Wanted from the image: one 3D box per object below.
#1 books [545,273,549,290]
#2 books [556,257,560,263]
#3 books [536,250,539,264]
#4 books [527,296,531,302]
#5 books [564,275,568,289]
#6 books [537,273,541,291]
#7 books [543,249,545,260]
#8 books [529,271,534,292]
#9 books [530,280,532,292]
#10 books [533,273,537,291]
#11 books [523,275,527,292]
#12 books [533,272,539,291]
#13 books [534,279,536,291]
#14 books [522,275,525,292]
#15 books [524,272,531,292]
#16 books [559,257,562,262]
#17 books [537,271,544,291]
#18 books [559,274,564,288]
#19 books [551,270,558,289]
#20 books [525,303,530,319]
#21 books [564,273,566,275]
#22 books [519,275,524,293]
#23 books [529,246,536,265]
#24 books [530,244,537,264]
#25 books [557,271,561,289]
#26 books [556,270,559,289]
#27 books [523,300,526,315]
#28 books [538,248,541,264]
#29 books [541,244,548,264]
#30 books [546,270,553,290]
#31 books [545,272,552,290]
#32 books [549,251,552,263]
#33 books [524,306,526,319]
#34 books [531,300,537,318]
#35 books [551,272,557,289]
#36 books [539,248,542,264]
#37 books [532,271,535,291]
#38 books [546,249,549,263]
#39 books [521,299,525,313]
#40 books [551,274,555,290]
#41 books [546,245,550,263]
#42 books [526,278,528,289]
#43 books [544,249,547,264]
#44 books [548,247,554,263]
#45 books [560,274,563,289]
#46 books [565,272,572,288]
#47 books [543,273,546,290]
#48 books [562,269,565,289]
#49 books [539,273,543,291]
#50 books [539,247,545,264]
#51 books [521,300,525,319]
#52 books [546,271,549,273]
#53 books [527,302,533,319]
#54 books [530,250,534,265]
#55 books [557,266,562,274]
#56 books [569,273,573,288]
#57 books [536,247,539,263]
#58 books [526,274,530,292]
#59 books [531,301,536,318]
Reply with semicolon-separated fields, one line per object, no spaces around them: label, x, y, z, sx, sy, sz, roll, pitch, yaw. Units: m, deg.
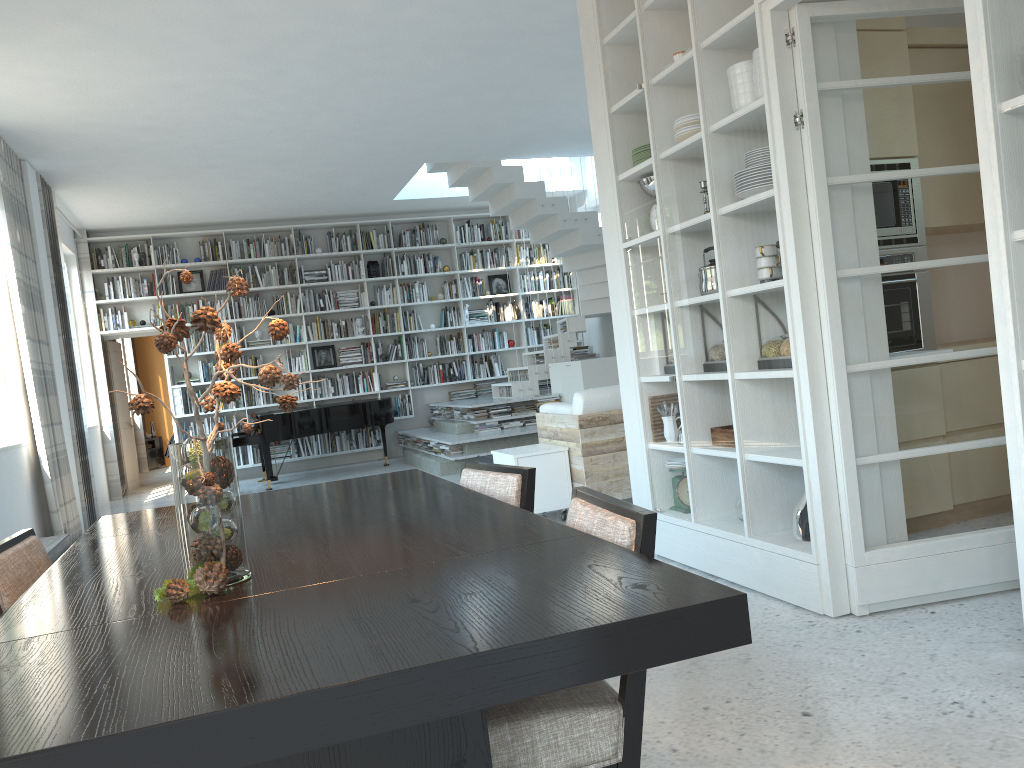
books;0.476;-1.427;12.498;0.045;0.245;0.177;-7;2;-18
books;0.617;-1.819;12.552;0.070;0.254;0.154;-7;2;-18
books;0.325;-1.756;12.379;0.014;0.206;0.184;-7;2;-18
books;0.253;-1.067;12.443;0.012;0.322;0.141;-7;2;-18
books;0.739;-1.435;12.583;0.029;0.195;0.192;-7;2;-18
books;0.354;-1.419;12.461;0.024;0.259;0.156;-7;2;-18
books;0.419;-1.776;12.497;0.024;0.217;0.167;-7;2;-18
books;0.254;-1.426;12.441;0.022;0.297;0.162;-7;2;-18
books;0.235;-1.370;12.441;0.028;0.191;0.136;-7;2;-18
books;0.312;-1.414;12.449;0.013;0.260;0.158;-7;2;-18
books;0.168;-1.389;12.389;0.023;0.248;0.182;-7;2;-18
books;0.327;-1.422;12.463;0.025;0.271;0.152;-7;2;-18
books;0.294;-1.372;12.457;0.027;0.179;0.157;-7;2;-18
books;0.136;-1.387;12.408;0.026;0.250;0.160;-7;2;-18
books;0.219;-1.415;12.403;0.014;0.286;0.185;-7;2;-18
books;0.664;-1.805;12.565;0.023;0.213;0.180;-7;2;-18
books;0.398;-1.437;12.479;0.030;0.284;0.166;-7;2;-18
books;0.685;-1.441;12.575;0.025;0.220;0.177;-7;2;-18
books;0.602;-1.462;12.546;0.012;0.283;0.151;-7;2;-18
books;0.198;-1.017;12.434;0.066;0.237;0.144;-7;2;-18
books;0.751;-1.455;12.623;0.024;0.230;0.131;-7;2;-18
books;0.121;-1.387;12.390;0.012;0.254;0.161;-7;2;-18
books;0.286;-1.775;12.358;0.023;0.254;0.189;-7;2;-18
books;0.304;-1.799;12.369;0.022;0.297;0.152;-7;2;-18
books;0.636;-1.459;12.551;0.028;0.268;0.173;-7;2;-18
books;0.615;-1.461;12.547;0.013;0.277;0.188;-7;2;-18
books;0.159;-1.034;12.422;0.010;0.279;0.147;-7;2;-18
books;0.353;-1.776;12.395;0.012;0.238;0.165;-7;2;-18
books;0.455;-1.820;12.500;0.010;0.295;0.165;-7;2;-18
books;0.528;-1.458;12.542;0.024;0.292;0.132;-7;2;-18
books;0.505;-1.438;12.514;0.023;0.258;0.184;-7;2;-18
books;0.515;-1.771;12.532;0.034;0.183;0.156;-7;2;-18
books;0.155;-1.013;12.411;0.010;0.239;0.147;-7;2;-18
books;0.300;-1.044;12.450;0.022;0.265;0.157;-7;2;-18
books;0.583;-1.445;12.549;0.025;0.252;0.160;-7;2;-18
books;0.369;-1.770;12.390;0.013;0.222;0.174;-7;2;-18
books;0.274;-1.426;12.436;0.012;0.293;0.165;-7;2;-18
books;0.475;-1.780;12.493;0.013;0.213;0.186;-7;2;-18
books;0.143;-1.039;12.407;0.010;0.293;0.164;-7;2;-18
books;0.556;-1.434;12.551;0.028;0.237;0.146;-7;2;-18
books;0.481;-1.816;12.522;0.024;0.281;0.153;-7;2;-18
books;0.179;-1.387;12.411;0.011;0.239;0.172;-7;2;-18
books;0.446;-1.780;12.489;0.023;0.220;0.171;-7;2;-18
books;0.543;-1.813;12.521;0.022;0.261;0.160;-7;2;-18
books;0.665;-1.434;12.559;0.025;0.211;0.188;-7;2;-18
books;0.784;-1.490;12.602;0.042;0.292;0.186;-7;2;-18
books;0.442;-1.428;12.508;0.012;0.254;0.161;-7;2;-18
books;0.709;-1.476;12.590;0.013;0.283;0.149;-7;2;-18
books;0.376;-1.423;12.466;0.022;0.263;0.172;-7;2;-18
books;0.387;-1.783;12.419;0.042;0.242;0.247;-7;2;-18
books;0.132;-1.029;12.387;0.025;0.277;0.160;-7;2;-18
books;0.512;-1.447;12.541;0.010;0.274;0.130;-7;2;-18
books;0.247;-1.026;12.422;0.022;0.243;0.170;-7;2;-18
books;0.260;-1.751;12.369;0.025;0.211;0.134;-7;2;-18
books;0.692;-1.498;12.593;0.013;0.330;0.140;-7;2;-18
books;0.817;-1.457;12.615;0.021;0.219;0.184;-7;2;-18
books;0.337;-1.776;12.390;0.022;0.242;0.144;-7;2;-18
books;0.198;-1.398;12.410;0.026;0.256;0.173;-7;2;-18
books;0.282;-1.032;12.432;0.026;0.246;0.180;-7;2;-18
